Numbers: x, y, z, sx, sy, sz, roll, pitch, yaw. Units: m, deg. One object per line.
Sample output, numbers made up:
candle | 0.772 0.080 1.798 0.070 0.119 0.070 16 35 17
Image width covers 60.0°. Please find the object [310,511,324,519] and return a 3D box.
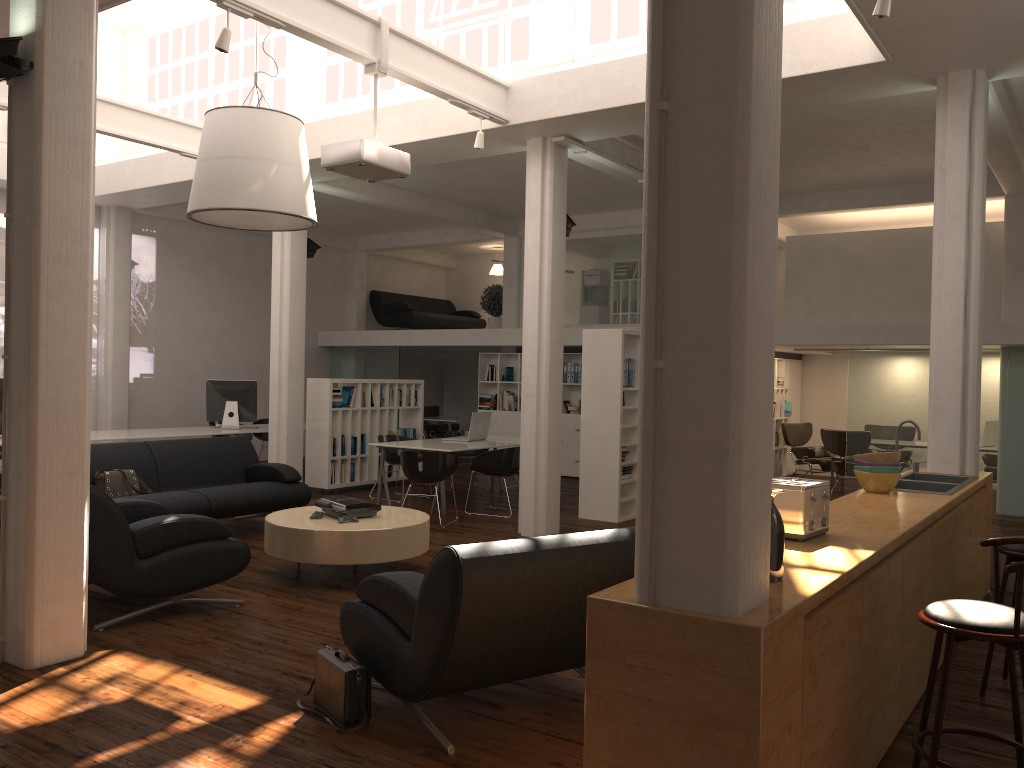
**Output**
object | -1.923 1.287 8.742 0.119 0.062 0.193 1 0 -5

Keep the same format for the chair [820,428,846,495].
chair | 6.205 1.406 16.041 0.991 1.183 0.994 1 1 -41

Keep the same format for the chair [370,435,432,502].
chair | -1.799 1.342 14.309 0.757 1.004 0.795 2 1 34

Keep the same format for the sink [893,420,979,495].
sink | 3.611 0.702 7.675 0.596 0.774 1.757 2 1 34

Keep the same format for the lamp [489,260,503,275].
lamp | 0.418 -2.942 22.153 2.635 0.513 0.447 2 1 44

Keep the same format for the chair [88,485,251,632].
chair | -3.232 1.305 7.524 1.481 1.130 1.454 1 1 -44

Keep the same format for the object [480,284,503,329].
object | -0.347 -1.721 20.198 0.793 1.127 0.770 2 1 32

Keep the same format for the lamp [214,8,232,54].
lamp | -2.365 -2.894 7.254 0.136 0.357 0.117 2 1 28

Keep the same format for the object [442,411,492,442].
object | -0.735 0.683 14.550 0.557 0.470 0.702 1 1 24

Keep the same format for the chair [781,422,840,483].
chair | 6.004 1.386 17.792 0.994 1.183 0.991 1 1 -36

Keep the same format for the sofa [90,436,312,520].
sofa | -4.012 1.268 10.489 1.467 1.119 3.087 2 1 34

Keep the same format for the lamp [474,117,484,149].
lamp | -0.369 -2.875 10.185 0.136 0.357 0.117 2 1 41

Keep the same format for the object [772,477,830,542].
object | 1.552 0.681 4.866 0.291 0.296 0.385 2 1 39

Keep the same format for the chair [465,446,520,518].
chair | -0.172 1.389 12.992 0.757 1.004 0.795 2 1 29

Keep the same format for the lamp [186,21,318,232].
lamp | -2.784 -3.919 9.679 1.386 4.284 1.386 1 1 -42

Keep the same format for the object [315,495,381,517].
object | -1.658 1.239 8.943 0.471 0.163 0.558 1 1 -36

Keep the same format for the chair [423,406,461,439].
chair | -1.927 1.169 22.915 0.991 1.183 0.994 2 1 34

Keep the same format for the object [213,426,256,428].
object | -5.113 0.795 16.458 0.804 0.032 0.217 1 0 -11

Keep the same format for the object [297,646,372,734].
object | -1.026 1.751 5.213 0.271 0.376 0.618 1 1 -40

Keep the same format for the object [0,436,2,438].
object | -7.344 0.775 13.128 0.804 0.032 0.217 1 1 -36

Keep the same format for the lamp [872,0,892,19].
lamp | 2.616 -2.756 6.249 0.136 0.357 0.117 2 1 41

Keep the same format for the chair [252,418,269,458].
chair | -5.022 1.236 18.523 0.795 1.004 0.757 1 0 -11

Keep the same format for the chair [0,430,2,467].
chair | -7.992 1.212 13.712 0.757 1.004 0.795 2 1 39

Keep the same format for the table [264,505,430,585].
table | -1.643 1.609 8.892 1.616 0.570 1.616 2 1 27

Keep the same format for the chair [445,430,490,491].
chair | -0.843 1.351 15.781 0.795 1.004 0.757 1 1 -21

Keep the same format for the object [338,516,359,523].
object | -1.609 1.276 8.569 0.193 0.099 0.231 1 1 -33

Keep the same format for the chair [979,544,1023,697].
chair | 3.427 1.373 5.729 0.665 1.362 0.592 1 1 -44

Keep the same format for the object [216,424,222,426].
object | -5.507 0.773 16.643 0.108 0.052 0.194 1 0 -10

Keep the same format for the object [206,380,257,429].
object | -5.074 0.373 16.046 0.886 0.888 0.347 1 0 -11

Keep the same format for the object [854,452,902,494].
object | 2.834 0.679 6.888 0.299 0.332 0.331 1 0 -10

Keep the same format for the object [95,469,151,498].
object | -4.435 1.137 10.083 0.586 0.352 0.331 1 1 -41

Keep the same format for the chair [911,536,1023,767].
chair | 2.122 1.359 3.977 0.592 1.362 0.665 1 1 21

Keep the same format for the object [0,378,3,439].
object | -7.135 0.356 12.766 0.886 0.888 0.347 1 1 -36

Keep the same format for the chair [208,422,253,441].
chair | -5.543 1.235 17.309 0.757 1.004 0.795 2 1 34

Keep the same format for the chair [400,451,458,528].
chair | -1.159 1.376 11.979 0.795 1.004 0.757 1 0 9

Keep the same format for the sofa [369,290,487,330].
sofa | -2.138 -1.770 23.098 1.467 1.119 3.087 2 1 34

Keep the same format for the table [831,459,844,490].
table | 7.766 1.567 16.006 3.900 0.947 1.040 2 1 34

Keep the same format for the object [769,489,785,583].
object | 1.053 0.627 3.804 0.201 0.400 0.232 1 1 -34

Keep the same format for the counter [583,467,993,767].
counter | 2.488 1.410 6.056 0.689 1.141 6.858 2 1 34

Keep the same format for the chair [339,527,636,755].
chair | -0.101 1.392 5.436 1.454 1.130 1.481 1 1 -34

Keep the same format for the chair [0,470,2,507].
chair | -6.255 1.174 11.229 0.991 1.183 0.994 1 0 9
